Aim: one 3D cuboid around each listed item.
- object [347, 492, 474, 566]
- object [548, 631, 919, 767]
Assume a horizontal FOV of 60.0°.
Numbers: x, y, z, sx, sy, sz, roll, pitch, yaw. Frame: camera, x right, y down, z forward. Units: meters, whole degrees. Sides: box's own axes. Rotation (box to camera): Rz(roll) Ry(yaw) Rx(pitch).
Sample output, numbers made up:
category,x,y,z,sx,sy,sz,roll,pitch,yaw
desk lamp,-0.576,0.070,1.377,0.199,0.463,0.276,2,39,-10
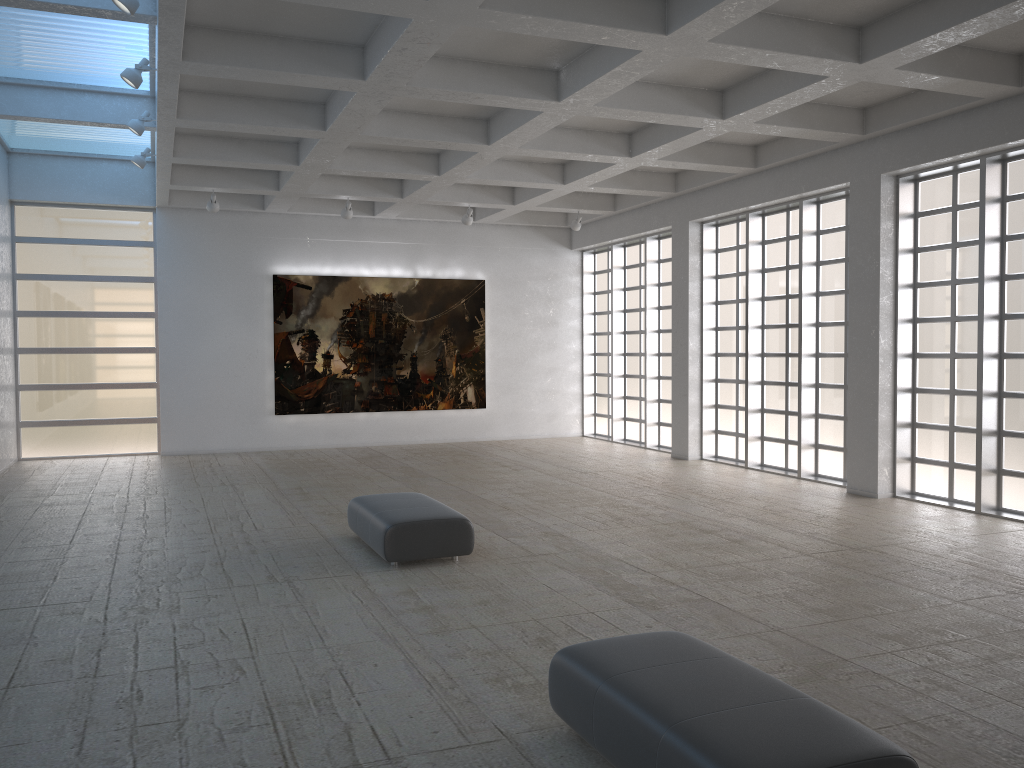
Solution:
category,x,y,z,sx,sy,sz,roll,pitch,yaw
object,-1.925,2.588,16.219,1.616,0.828,3.044,-1,2,-22
object,1.632,2.902,7.395,1.616,0.828,3.044,-1,2,-22
